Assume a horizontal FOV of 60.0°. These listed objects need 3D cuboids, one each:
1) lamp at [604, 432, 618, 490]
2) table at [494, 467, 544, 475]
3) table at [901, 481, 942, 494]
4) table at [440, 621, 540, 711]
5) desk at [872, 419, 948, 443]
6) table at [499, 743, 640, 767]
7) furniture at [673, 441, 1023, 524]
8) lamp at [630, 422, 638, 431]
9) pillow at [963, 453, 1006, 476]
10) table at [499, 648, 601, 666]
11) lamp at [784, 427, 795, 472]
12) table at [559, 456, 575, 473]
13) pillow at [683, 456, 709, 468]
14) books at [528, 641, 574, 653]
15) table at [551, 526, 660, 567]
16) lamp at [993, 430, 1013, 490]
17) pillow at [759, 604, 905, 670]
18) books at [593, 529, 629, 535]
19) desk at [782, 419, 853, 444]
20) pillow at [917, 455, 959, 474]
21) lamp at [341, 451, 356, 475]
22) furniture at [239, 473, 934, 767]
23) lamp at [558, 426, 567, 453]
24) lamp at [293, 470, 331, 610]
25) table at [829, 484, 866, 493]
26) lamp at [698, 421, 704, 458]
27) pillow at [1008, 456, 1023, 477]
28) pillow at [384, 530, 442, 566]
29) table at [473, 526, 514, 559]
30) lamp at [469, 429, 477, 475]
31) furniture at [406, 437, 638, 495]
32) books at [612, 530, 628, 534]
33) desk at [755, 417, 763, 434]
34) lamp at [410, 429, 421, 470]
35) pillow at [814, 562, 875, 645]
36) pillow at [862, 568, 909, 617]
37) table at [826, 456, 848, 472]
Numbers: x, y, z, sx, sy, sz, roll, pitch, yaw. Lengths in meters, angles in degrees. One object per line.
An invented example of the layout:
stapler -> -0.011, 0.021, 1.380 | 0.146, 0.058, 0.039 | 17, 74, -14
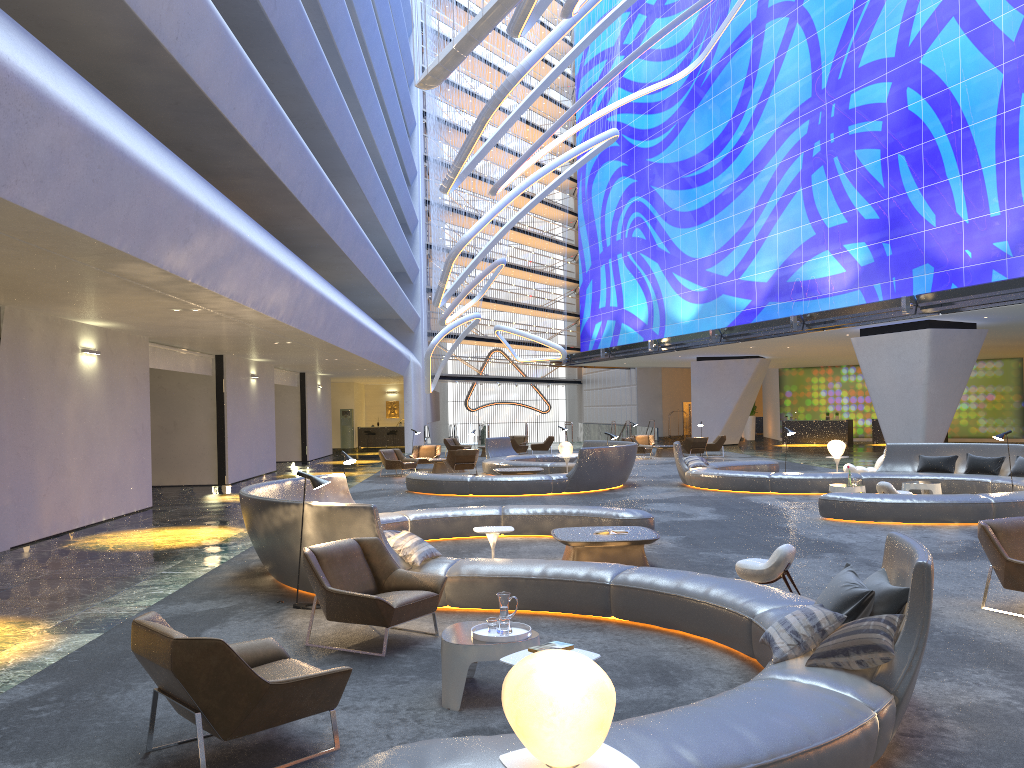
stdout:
lamp -> 2.196, 1.712, 19.752 | 0.384, 1.300, 0.202 | -1, 0, 15
table -> 0.166, 2.248, 21.337 | 1.203, 0.392, 1.203 | -1, -1, -2
table -> 7.208, 1.940, 15.678 | 0.673, 0.406, 0.671 | -2, -1, 17
table -> -0.125, 1.796, 5.721 | 0.671, 0.406, 0.673 | -1, -1, -6
desk -> 17.659, 2.082, 39.371 | 2.978, 1.097, 0.813 | -2, -1, 35
table -> 0.192, 1.608, 3.087 | 0.418, 0.595, 0.428 | -1, 0, -28
furniture -> 6.764, 1.699, 17.853 | 5.184, 0.969, 9.931 | -1, -2, -10
lamp -> 4.626, 2.074, 33.782 | 0.384, 1.300, 0.202 | -1, 0, 15
pillow -> 8.950, 1.532, 16.832 | 0.281, 0.417, 0.759 | -1, -1, -34
table -> 0.180, 1.637, 4.355 | 0.428, 0.595, 0.418 | -2, -1, 42
lamp -> 6.405, 1.649, 20.519 | 0.202, 1.300, 0.384 | -1, 0, -26
table -> 1.405, 2.142, 22.419 | 0.418, 0.595, 0.428 | -1, 0, -3
pillow -> 4.187, 1.784, 20.392 | 0.692, 0.262, 0.877 | -1, -2, 7
books -> 0.192, 1.298, 4.357 | 0.189, 0.022, 0.133 | 0, -2, -41
table -> 1.057, 1.902, 10.141 | 1.203, 0.392, 1.203 | -1, -1, -2
lamp -> 8.642, 1.459, 15.541 | 0.384, 1.300, 0.202 | -1, 0, -9
pillow -> 1.764, 1.404, 4.976 | 0.874, 0.280, 0.684 | -2, -2, 35
books -> 1.143, 1.688, 10.180 | 0.395, 0.039, 0.301 | -2, -2, 12
desk -> 13.987, 2.193, 40.632 | 2.978, 1.097, 0.813 | -2, -1, 37
pillow -> 8.352, 1.585, 17.442 | 0.769, 0.369, 0.295 | -2, -1, 42
lamp -> -2.304, 1.586, 12.370 | 0.202, 1.300, 0.384 | -1, 0, -43
furniture -> -0.321, 1.561, 8.257 | 5.185, 0.969, 9.931 | -1, -2, -5
lamp -> 1.582, 1.965, 27.980 | 0.384, 1.300, 0.202 | -1, 0, 15
lamp -> -1.884, 1.459, 8.333 | 0.384, 1.300, 0.202 | -1, 0, -2
table -> 5.728, 1.960, 15.350 | 0.673, 0.406, 0.671 | 0, -2, -40
lamp -> 6.594, 1.949, 30.883 | 0.202, 1.300, 0.384 | -1, 0, 15
pillow -> 9.319, 1.504, 15.983 | 0.315, 0.386, 0.785 | -1, -1, -11
pillow -> -1.024, 1.539, 8.465 | 0.692, 0.262, 0.877 | 0, -2, -40
table -> -0.183, 1.784, 9.112 | 0.418, 0.595, 0.428 | -1, 0, -6
lamp -> -1.079, 1.931, 25.003 | 0.202, 1.300, 0.384 | -1, 0, 15
furniture -> 0.983, 1.978, 23.344 | 5.186, 0.969, 9.928 | -2, -2, 15
books -> 1.238, 1.691, 10.144 | 0.133, 0.012, 0.189 | -1, -2, -12
desk -> 15.693, 2.625, 56.558 | 2.978, 1.097, 0.813 | -2, -1, 37
lamp -> -3.047, 2.056, 27.902 | 0.384, 1.300, 0.202 | -1, 0, 15
pillow -> 1.959, 1.317, 5.273 | 0.315, 0.386, 0.785 | -1, -1, 13
pillow -> 2.166, 1.338, 5.315 | 0.295, 0.369, 0.769 | -1, -1, 11
table -> 7.394, 1.955, 20.162 | 0.418, 0.595, 0.428 | -1, 0, -28
